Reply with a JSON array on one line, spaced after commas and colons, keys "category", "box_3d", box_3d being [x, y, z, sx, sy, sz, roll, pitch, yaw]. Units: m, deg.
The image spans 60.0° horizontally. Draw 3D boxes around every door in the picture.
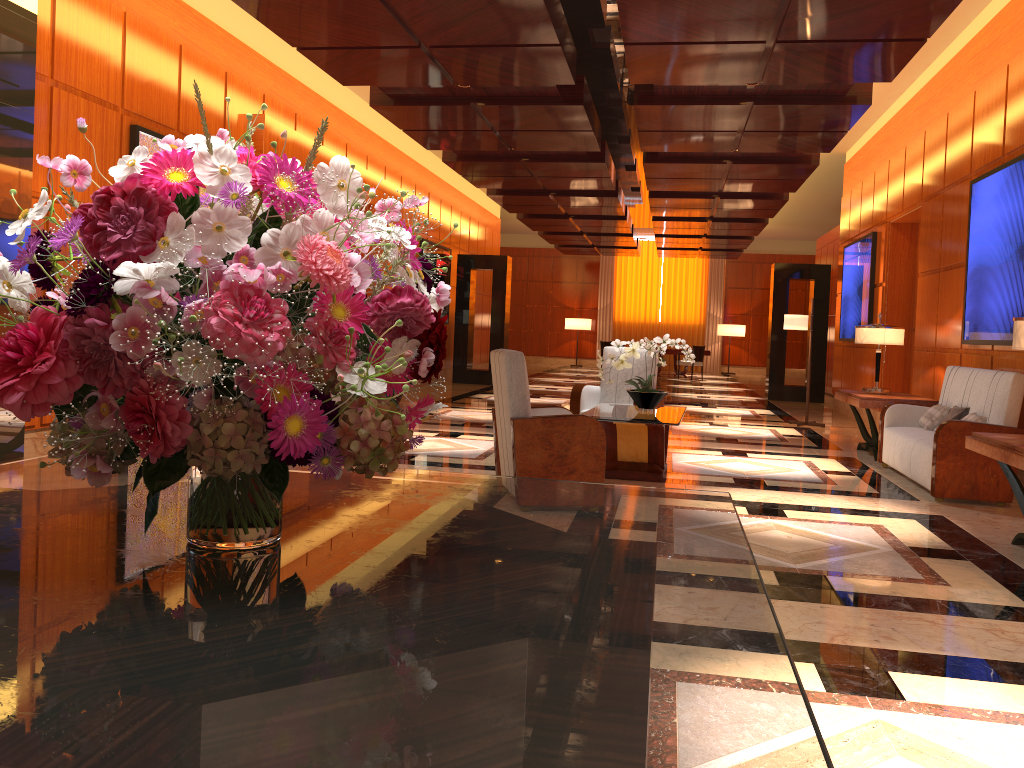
[{"category": "door", "box_3d": [4.752, -0.673, 10.418, 0.340, 2.649, 1.539, 3, 2, 10]}, {"category": "door", "box_3d": [-2.474, -1.061, 11.686, 0.340, 2.649, 1.501, 3, 2, 10]}]

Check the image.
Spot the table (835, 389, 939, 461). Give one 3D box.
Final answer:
[{"category": "table", "box_3d": [3.657, 0.409, 8.718, 0.726, 0.606, 1.272, 3, 3, 10]}]

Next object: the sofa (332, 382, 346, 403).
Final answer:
[{"category": "sofa", "box_3d": [-2.280, -0.033, 8.960, 0.613, 0.931, 1.801, 3, 3, 11]}]

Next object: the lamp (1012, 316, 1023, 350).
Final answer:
[{"category": "lamp", "box_3d": [2.900, -0.083, 4.692, 0.459, 0.809, 0.459, 3, 2, 19]}]

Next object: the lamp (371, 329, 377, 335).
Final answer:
[{"category": "lamp", "box_3d": [1.514, -0.087, 5.511, 0.335, 0.734, 13.022, 1, 4, -31]}]

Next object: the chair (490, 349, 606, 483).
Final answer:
[{"category": "chair", "box_3d": [0.196, 0.270, 5.552, 0.628, 0.960, 0.739, 2, 2, -11]}]

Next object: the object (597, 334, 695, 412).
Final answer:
[{"category": "object", "box_3d": [1.063, -0.097, 7.025, 0.788, 0.617, 0.418, 2, 2, -13]}]

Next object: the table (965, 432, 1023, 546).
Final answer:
[{"category": "table", "box_3d": [2.913, 0.634, 4.562, 0.726, 0.606, 1.272, 3, 3, 10]}]

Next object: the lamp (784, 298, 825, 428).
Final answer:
[{"category": "lamp", "box_3d": [3.785, -0.287, 11.517, 0.526, 1.659, 0.360, 2, 1, 0]}]

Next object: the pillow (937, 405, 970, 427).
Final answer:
[{"category": "pillow", "box_3d": [3.502, 0.295, 7.027, 0.160, 0.252, 0.358, 3, 3, 7]}]

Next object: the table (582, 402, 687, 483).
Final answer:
[{"category": "table", "box_3d": [0.963, 0.462, 6.931, 0.722, 0.495, 1.561, 3, 3, 13]}]

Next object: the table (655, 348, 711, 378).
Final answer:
[{"category": "table", "box_3d": [4.110, -0.557, 23.330, 2.106, 0.741, 0.785, 1, 3, -19]}]

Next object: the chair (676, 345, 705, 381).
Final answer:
[{"category": "chair", "box_3d": [4.558, -0.543, 22.414, 0.584, 0.893, 0.577, 1, 2, -37]}]

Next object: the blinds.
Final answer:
[{"category": "blinds", "box_3d": [4.626, -2.464, 27.758, 3.854, 4.061, 0.149, 3, 1, 10]}]

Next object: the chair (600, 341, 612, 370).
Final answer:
[{"category": "chair", "box_3d": [2.617, -0.689, 23.429, 0.584, 0.893, 0.577, 1, 3, -42]}]

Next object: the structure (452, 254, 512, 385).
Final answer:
[{"category": "structure", "box_3d": [-0.579, -1.250, 17.295, 0.986, 2.496, 0.500, 3, 1, 10]}]

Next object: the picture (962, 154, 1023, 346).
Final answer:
[{"category": "picture", "box_3d": [3.896, -1.025, 6.908, 0.056, 1.450, 1.999, 3, 3, 10]}]

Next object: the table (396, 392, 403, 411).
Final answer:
[{"category": "table", "box_3d": [-1.688, 0.067, 11.100, 0.725, 0.533, 1.169, 3, 3, 13]}]

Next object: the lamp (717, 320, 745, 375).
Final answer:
[{"category": "lamp", "box_3d": [6.604, -1.110, 26.781, 0.810, 1.659, 0.812, 1, 2, -40]}]

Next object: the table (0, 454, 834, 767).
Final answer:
[{"category": "table", "box_3d": [-0.449, 0.616, 1.365, 1.601, 0.744, 1.602, 3, 3, 10]}]

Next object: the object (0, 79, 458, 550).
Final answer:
[{"category": "object", "box_3d": [-0.418, -0.086, 1.369, 0.650, 0.658, 0.681, 2, 2, 1]}]

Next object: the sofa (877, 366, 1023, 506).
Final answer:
[{"category": "sofa", "box_3d": [3.429, 0.331, 7.020, 0.613, 0.931, 1.801, 3, 3, 11]}]

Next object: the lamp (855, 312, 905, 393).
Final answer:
[{"category": "lamp", "box_3d": [3.631, -0.313, 8.781, 0.458, 0.793, 0.459, 1, 2, -28]}]

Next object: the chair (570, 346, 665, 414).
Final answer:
[{"category": "chair", "box_3d": [1.014, 0.127, 8.435, 0.738, 0.960, 0.629, 4, 2, 29]}]

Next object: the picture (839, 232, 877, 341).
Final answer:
[{"category": "picture", "box_3d": [4.928, -1.338, 12.677, 0.056, 1.450, 1.999, 3, 3, 10]}]

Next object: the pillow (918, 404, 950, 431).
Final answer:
[{"category": "pillow", "box_3d": [3.550, 0.279, 7.460, 0.195, 0.227, 0.344, 3, 3, 15]}]

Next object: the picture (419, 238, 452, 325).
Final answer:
[{"category": "picture", "box_3d": [-1.396, -1.822, 16.144, 0.056, 1.450, 1.999, 3, 3, 10]}]

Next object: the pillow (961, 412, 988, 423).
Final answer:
[{"category": "pillow", "box_3d": [3.388, 0.331, 6.593, 0.202, 0.229, 0.273, 3, 3, 13]}]

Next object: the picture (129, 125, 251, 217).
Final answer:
[{"category": "picture", "box_3d": [-2.850, -1.382, 8.012, 0.056, 1.450, 1.999, 3, 3, 10]}]

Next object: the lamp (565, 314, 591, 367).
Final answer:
[{"category": "lamp", "box_3d": [2.037, -1.355, 27.595, 0.810, 1.659, 0.812, 1, 2, -40]}]

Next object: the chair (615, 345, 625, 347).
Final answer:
[{"category": "chair", "box_3d": [3.148, -0.737, 24.570, 0.577, 0.893, 0.584, 4, 2, 38]}]
